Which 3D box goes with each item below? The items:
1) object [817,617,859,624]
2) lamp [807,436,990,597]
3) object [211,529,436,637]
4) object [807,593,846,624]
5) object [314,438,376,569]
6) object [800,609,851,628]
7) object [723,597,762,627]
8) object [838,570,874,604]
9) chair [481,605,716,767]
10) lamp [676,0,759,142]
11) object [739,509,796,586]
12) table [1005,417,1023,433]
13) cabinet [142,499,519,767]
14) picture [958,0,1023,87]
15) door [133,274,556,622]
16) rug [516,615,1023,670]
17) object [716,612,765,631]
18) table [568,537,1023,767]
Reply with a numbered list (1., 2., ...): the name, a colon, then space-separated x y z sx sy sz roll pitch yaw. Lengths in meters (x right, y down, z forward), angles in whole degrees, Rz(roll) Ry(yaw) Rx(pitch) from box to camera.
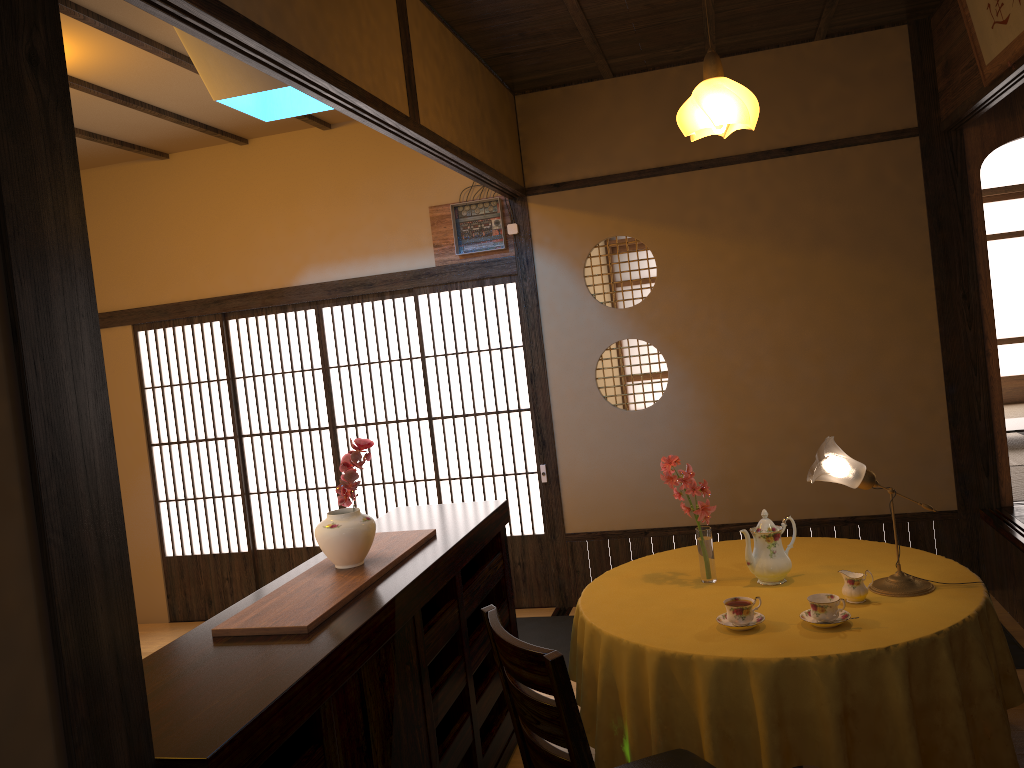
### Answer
1. object: 0.936 0.684 2.556 0.126 0.019 0.029 -6 3 17
2. lamp: 1.265 0.745 2.846 0.511 1.202 0.198 -6 2 14
3. object: -0.514 0.577 2.694 0.267 0.020 0.999 -6 3 14
4. object: 0.918 0.660 2.601 0.090 0.076 0.099 -7 3 -1
5. object: -0.502 0.369 2.814 0.189 0.377 0.322 -6 2 23
6. object: 0.922 0.692 2.606 0.144 0.024 0.144 -8 3 -26
7. object: 0.688 0.684 2.660 0.099 0.076 0.090 -5 3 38
8. object: 1.073 0.629 2.771 0.083 0.098 0.078 -7 2 -17
9. chair: 0.295 1.018 2.177 0.578 0.959 0.490 -7 2 -21
10. lamp: 0.657 -1.248 2.991 0.249 0.809 0.277 -5 2 36
11. object: 0.890 0.556 3.061 0.163 0.252 0.154 -6 2 27
12. table: 3.904 0.339 6.560 1.199 0.118 0.601 -6 3 14
13. cabinet: -0.455 1.070 2.674 0.489 0.970 2.189 -6 3 14
14. picture: 1.719 -1.469 2.825 0.117 0.564 2.047 -6 3 14
15. door: -1.118 0.466 5.626 2.646 1.999 0.066 -6 2 14
16. rug: 0.897 1.301 4.500 2.952 0.005 0.903 -6 3 14
17. object: 0.688 0.716 2.664 0.144 0.024 0.144 -8 3 -26
18. table: 0.918 1.031 3.030 1.443 0.695 1.445 -6 3 14
